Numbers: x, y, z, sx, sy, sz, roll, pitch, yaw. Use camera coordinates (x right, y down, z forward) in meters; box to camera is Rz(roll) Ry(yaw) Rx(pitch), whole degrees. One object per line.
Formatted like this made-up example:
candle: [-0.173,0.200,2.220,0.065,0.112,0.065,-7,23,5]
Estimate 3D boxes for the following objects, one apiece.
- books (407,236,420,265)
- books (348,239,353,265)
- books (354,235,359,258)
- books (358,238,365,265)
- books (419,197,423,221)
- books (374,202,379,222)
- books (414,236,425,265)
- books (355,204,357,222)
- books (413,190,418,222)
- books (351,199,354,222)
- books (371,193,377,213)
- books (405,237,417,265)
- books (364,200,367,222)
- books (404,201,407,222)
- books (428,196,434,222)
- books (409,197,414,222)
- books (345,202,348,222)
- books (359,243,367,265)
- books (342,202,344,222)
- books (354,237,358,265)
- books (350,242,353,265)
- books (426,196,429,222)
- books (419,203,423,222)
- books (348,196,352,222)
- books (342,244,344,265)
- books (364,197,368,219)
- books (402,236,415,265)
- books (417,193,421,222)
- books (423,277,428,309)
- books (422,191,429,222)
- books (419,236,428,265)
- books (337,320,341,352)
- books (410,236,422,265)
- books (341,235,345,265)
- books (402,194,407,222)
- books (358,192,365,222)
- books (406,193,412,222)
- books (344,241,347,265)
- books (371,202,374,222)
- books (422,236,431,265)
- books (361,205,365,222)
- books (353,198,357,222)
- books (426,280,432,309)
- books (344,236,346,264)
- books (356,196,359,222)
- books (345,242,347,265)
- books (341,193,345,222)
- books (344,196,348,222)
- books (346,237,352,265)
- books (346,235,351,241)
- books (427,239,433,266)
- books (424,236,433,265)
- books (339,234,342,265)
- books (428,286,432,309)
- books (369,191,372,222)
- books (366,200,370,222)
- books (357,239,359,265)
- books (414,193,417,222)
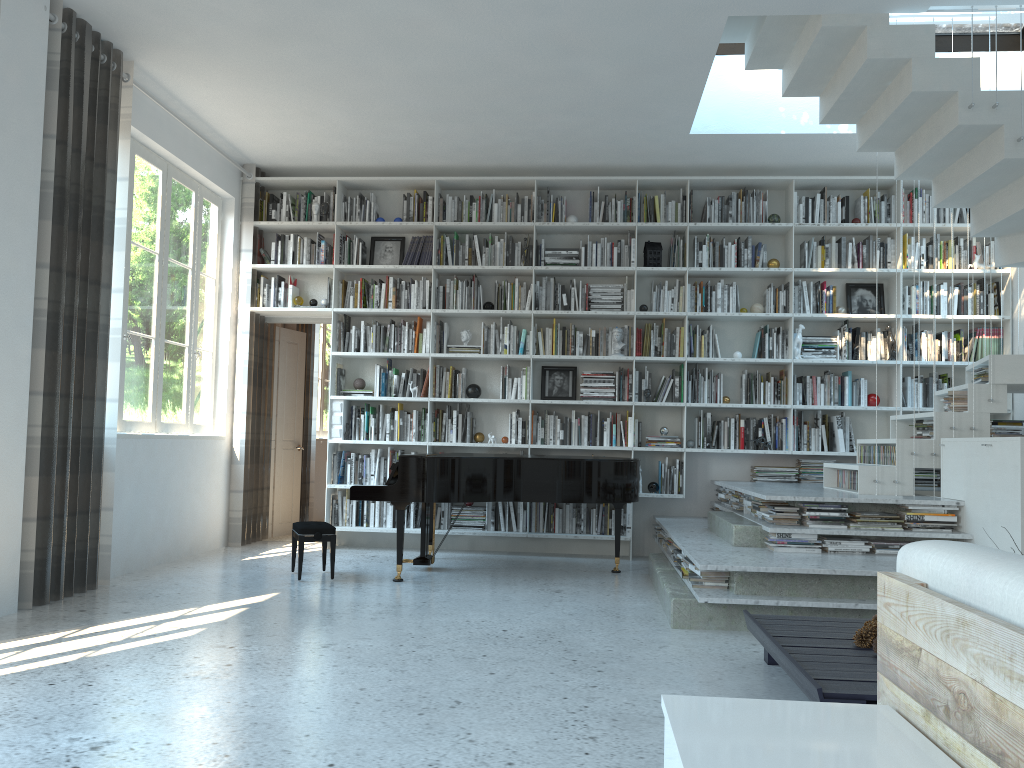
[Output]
books: [-0.834,-1.113,7.612,0.110,0.279,0.174,1,-3,5]
books: [-1.384,-1.110,7.642,0.004,0.246,0.189,1,-3,5]
books: [-1.337,-1.126,7.653,0.005,0.281,0.191,1,-3,5]
books: [-1.295,-1.112,7.647,0.012,0.254,0.166,1,-3,5]
books: [-0.781,-1.467,7.655,0.013,0.254,0.129,1,-3,5]
books: [-1.174,-1.453,7.678,0.013,0.210,0.136,1,-3,5]
books: [-0.782,-1.115,7.605,0.097,0.282,0.174,1,-3,5]
books: [-1.333,-1.447,7.688,0.014,0.192,0.146,1,-3,5]
books: [-0.828,-1.501,7.658,0.014,0.320,0.137,1,-3,5]
books: [-1.362,-1.465,7.677,0.013,0.225,0.177,1,-3,5]
books: [-1.200,-1.494,7.690,0.015,0.293,0.131,1,-3,5]
books: [-0.855,-1.113,7.632,0.110,0.279,0.174,1,-3,5]
books: [-1.245,-1.460,7.666,0.013,0.219,0.181,1,-3,5]
books: [-0.904,-1.453,7.641,0.028,0.218,0.153,1,-3,5]
books: [-0.688,-1.467,7.622,0.031,0.254,0.178,1,-3,5]
books: [-0.852,-1.467,7.632,0.028,0.249,0.155,1,-3,5]
books: [-1.414,-1.458,7.692,0.032,0.210,0.158,1,-3,5]
books: [-1.284,-1.092,7.637,0.012,0.214,0.185,1,-3,5]
books: [-1.446,-1.456,7.689,0.017,0.204,0.142,1,-3,5]
books: [-1.324,-1.115,7.642,0.023,0.258,0.183,1,-3,5]
books: [-1.362,-1.096,7.645,0.018,0.218,0.186,1,-3,5]
books: [-0.714,-1.469,7.638,0.022,0.260,0.152,1,-3,5]
books: [-0.765,-1.436,7.627,0.027,0.190,0.177,1,-3,5]
books: [-1.392,-1.477,7.683,0.012,0.249,0.180,1,-3,5]
books: [-1.440,-1.089,7.668,0.015,0.206,0.172,1,-3,5]
books: [-1.256,-1.476,7.677,0.013,0.252,0.129,1,-3,5]
books: [-0.879,-1.114,7.625,0.110,0.279,0.174,1,-3,5]
books: [-0.795,-1.479,7.628,0.011,0.274,0.183,1,-3,5]
books: [-0.734,-0.753,7.582,0.022,0.289,0.169,1,-3,5]
books: [-0.739,-1.490,7.617,0.025,0.297,0.163,1,-3,5]
books: [-0.747,-1.116,7.623,0.078,0.285,0.174,1,-3,5]
books: [-1.478,-0.396,7.640,0.012,0.285,0.159,1,-3,5]
books: [-0.810,-1.112,7.628,0.110,0.279,0.174,1,-3,5]
books: [-1.450,-1.130,7.667,0.006,0.287,0.148,1,-3,5]
books: [-0.922,-1.482,7.657,0.013,0.277,0.151,1,-3,5]
books: [-1.297,-1.492,7.658,0.015,0.279,0.190,1,-3,5]
books: [-0.877,-1.483,7.636,0.024,0.279,0.188,1,-3,5]
books: [-1.413,-1.102,7.653,0.009,0.228,0.184,1,-3,5]
books: [-1.188,-1.449,7.669,0.014,0.201,0.170,1,-3,5]
books: [-0.724,-1.115,7.625,0.078,0.285,0.174,1,-3,5]
books: [-1.277,-1.442,7.672,0.026,0.182,0.161,1,-3,5]
books: [-1.347,-1.473,7.681,0.016,0.243,0.156,1,-3,5]
books: [-0.706,-0.740,7.576,0.035,0.263,0.178,1,-3,5]
books: [-1.424,-1.125,7.668,0.005,0.277,0.147,1,-3,5]
books: [-1.318,-1.482,7.676,0.016,0.260,0.154,1,-3,5]
books: [-1.408,-1.095,7.642,0.004,0.214,0.186,1,-3,5]
books: [-1.456,-1.496,7.700,0.007,0.285,0.159,1,-3,5]
books: [-1.433,-1.482,7.695,0.007,0.258,0.156,1,-3,5]
books: [-1.400,-1.117,7.656,0.009,0.260,0.184,1,-3,5]
books: [-1.418,-1.131,7.671,0.006,0.289,0.144,1,-3,5]
books: [-0.680,-1.116,7.603,0.078,0.285,0.174,1,-3,5]
books: [-0.702,-1.115,7.619,0.078,0.285,0.174,1,-3,5]
books: [-1.465,-1.135,7.659,0.005,0.292,0.184,1,-3,5]
books: [-0.672,-0.710,7.546,0.039,0.202,0.236,1,-4,5]
books: [-1.211,-1.499,7.679,0.007,0.301,0.145,1,-3,5]
books: [-1.228,-1.457,7.658,0.021,0.213,0.173,1,-3,5]
books: [-1.307,-1.110,7.649,0.011,0.249,0.168,1,-3,5]
books: [-0.816,-1.483,7.641,0.013,0.283,0.166,1,-3,5]
